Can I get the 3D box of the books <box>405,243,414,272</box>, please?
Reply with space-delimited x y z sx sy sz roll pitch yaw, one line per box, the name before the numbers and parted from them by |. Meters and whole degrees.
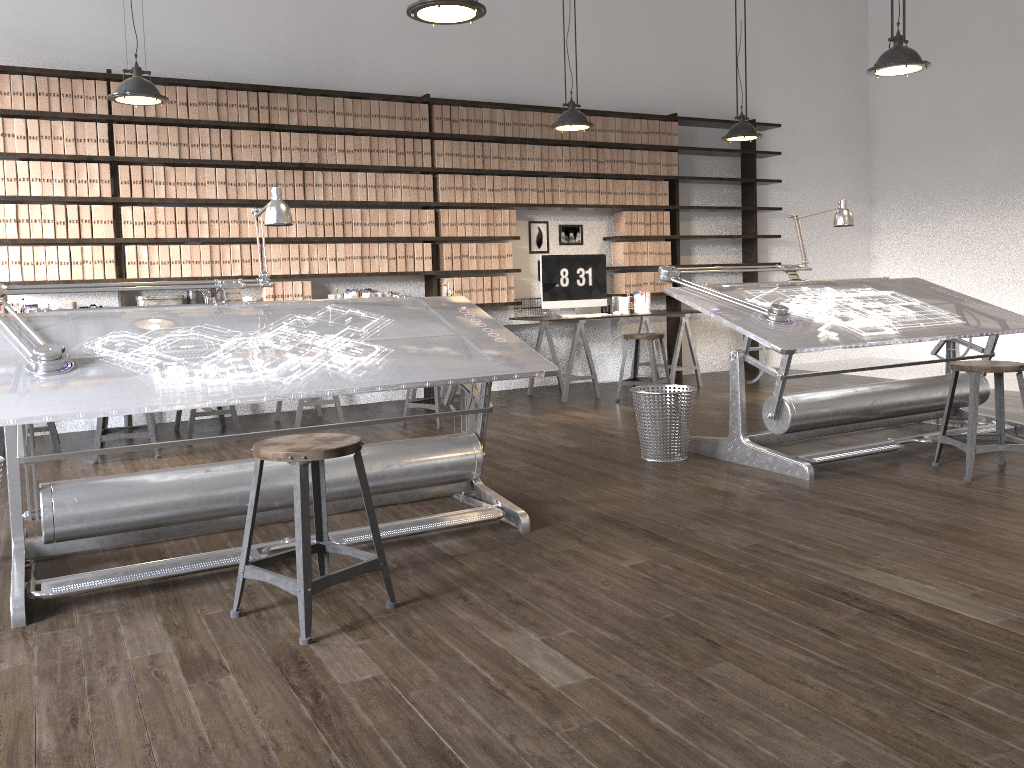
books | -0.847 -1.006 7.065 0.067 0.225 0.175 -4 5 -28

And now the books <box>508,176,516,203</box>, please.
books | -0.042 -1.627 7.463 0.067 0.225 0.175 -4 5 -28

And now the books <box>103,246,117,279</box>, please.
books | -2.746 -0.827 6.041 0.067 0.225 0.175 -4 5 -28

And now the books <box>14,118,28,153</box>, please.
books | -3.195 -1.598 5.763 0.067 0.225 0.175 -4 5 -28

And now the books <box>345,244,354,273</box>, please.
books | -1.282 -0.965 6.829 0.067 0.225 0.175 -4 5 -28

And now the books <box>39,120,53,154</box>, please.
books | -3.071 -1.610 5.833 0.067 0.225 0.175 -4 5 -28

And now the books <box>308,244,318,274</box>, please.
books | -1.526 -0.942 6.702 0.067 0.225 0.175 -4 5 -28

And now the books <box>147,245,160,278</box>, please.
books | -2.507 -0.850 6.176 0.067 0.225 0.175 -4 5 -28

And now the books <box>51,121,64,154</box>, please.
books | -3.010 -1.616 5.867 0.067 0.225 0.175 -4 5 -28

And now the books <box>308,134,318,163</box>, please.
books | -1.517 -1.756 6.659 0.067 0.225 0.175 -4 5 -28

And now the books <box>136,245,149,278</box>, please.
books | -2.566 -0.844 6.140 0.067 0.225 0.175 -4 5 -28

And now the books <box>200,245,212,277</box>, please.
books | -2.202 -0.878 6.331 0.067 0.225 0.175 -4 5 -28

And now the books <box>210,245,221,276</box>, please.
books | -2.146 -0.884 6.368 0.067 0.225 0.175 -4 5 -28

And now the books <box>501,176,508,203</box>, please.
books | -0.103 -1.622 7.435 0.067 0.225 0.175 -4 5 -28

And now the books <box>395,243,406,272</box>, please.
books | -0.909 -1.000 7.025 0.067 0.225 0.175 -4 5 -28

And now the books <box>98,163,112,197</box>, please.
books | -2.765 -1.372 6.011 0.067 0.225 0.175 -4 5 -28

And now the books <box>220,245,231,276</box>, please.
books | -2.083 -0.890 6.402 0.067 0.225 0.175 -4 5 -28

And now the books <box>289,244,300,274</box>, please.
books | -1.647 -0.930 6.628 0.067 0.225 0.175 -4 5 -28

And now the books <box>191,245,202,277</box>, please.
books | -2.263 -0.873 6.304 0.067 0.225 0.175 -4 5 -28

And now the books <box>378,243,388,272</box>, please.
books | -1.038 -0.988 6.957 0.067 0.225 0.175 -4 5 -28

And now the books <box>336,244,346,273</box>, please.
books | -1.337 -0.960 6.798 0.067 0.225 0.175 -4 5 -28

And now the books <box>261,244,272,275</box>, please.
books | -1.828 -0.914 6.539 0.067 0.225 0.175 -4 5 -28

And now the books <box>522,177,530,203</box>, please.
books | 0.077 -1.639 7.533 0.067 0.225 0.175 -4 5 -28

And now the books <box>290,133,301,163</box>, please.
books | -1.633 -1.745 6.601 0.067 0.225 0.175 -4 5 -28

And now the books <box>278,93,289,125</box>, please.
books | -1.710 -2.014 6.542 0.067 0.225 0.175 -4 5 -28

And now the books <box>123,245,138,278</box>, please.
books | -2.629 -0.837 6.102 0.067 0.225 0.175 -4 5 -28

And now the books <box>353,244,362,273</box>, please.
books | -1.221 -0.970 6.857 0.067 0.225 0.175 -4 5 -28

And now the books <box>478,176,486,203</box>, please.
books | -0.284 -1.604 7.339 0.067 0.225 0.175 -4 5 -28

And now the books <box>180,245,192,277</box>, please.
books | -2.318 -0.867 6.273 0.067 0.225 0.175 -4 5 -28

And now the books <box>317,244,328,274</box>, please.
books | -1.463 -0.948 6.733 0.067 0.225 0.175 -4 5 -28

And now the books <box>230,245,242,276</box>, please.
books | -2.019 -0.895 6.431 0.067 0.225 0.175 -4 5 -28

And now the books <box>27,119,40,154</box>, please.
books | -3.131 -1.604 5.796 0.067 0.225 0.175 -4 5 -28

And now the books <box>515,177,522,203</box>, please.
books | 0.015 -1.633 7.500 0.067 0.225 0.175 -4 5 -28

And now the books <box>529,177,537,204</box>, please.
books | 0.141 -1.644 7.563 0.067 0.225 0.175 -4 5 -28

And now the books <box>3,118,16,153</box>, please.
books | -3.251 -1.593 5.735 0.067 0.225 0.175 -4 5 -28

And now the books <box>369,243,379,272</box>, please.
books | -1.102 -0.982 6.927 0.067 0.225 0.175 -4 5 -28

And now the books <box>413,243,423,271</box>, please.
books | -0.778 -1.012 7.096 0.067 0.225 0.175 -4 5 -28

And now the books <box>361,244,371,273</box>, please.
books | -1.165 -0.976 6.894 0.067 0.225 0.175 -4 5 -28

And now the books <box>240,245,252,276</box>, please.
books | -1.959 -0.901 6.469 0.067 0.225 0.175 -4 5 -28

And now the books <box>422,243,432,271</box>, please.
books | -0.710 -1.019 7.134 0.067 0.225 0.175 -4 5 -28

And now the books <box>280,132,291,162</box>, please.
books | -1.696 -1.739 6.565 0.067 0.225 0.175 -4 5 -28

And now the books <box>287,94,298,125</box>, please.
books | -1.648 -2.020 6.579 0.067 0.225 0.175 -4 5 -28

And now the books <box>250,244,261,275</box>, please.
books | -1.890 -0.907 6.500 0.067 0.225 0.175 -4 5 -28

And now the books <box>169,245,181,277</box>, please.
books | -2.381 -0.861 6.237 0.067 0.225 0.175 -4 5 -28

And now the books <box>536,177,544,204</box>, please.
books | 0.202 -1.650 7.601 0.067 0.225 0.175 -4 5 -28

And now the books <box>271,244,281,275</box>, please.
books | -1.769 -0.919 6.568 0.067 0.225 0.175 -4 5 -28

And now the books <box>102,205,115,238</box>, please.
books | -2.750 -1.096 6.024 0.067 0.225 0.175 -4 5 -28

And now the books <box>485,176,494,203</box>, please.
books | -0.220 -1.610 7.368 0.067 0.225 0.175 -4 5 -28

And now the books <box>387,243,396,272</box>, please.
books | -0.978 -0.994 6.995 0.067 0.225 0.175 -4 5 -28

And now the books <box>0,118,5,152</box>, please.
books | -3.308 -1.587 5.700 0.067 0.225 0.175 -4 5 -28

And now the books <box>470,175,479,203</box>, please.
books | -0.346 -1.599 7.308 0.067 0.225 0.175 -4 5 -28

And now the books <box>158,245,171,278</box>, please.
books | -2.444 -0.855 6.207 0.067 0.225 0.175 -4 5 -28

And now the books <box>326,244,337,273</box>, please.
books | -1.400 -0.953 6.763 0.067 0.225 0.175 -4 5 -28

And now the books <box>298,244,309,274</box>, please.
books | -1.585 -0.936 6.665 0.067 0.225 0.175 -4 5 -28

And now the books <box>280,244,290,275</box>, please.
books | -1.711 -0.924 6.594 0.067 0.225 0.175 -4 5 -28
